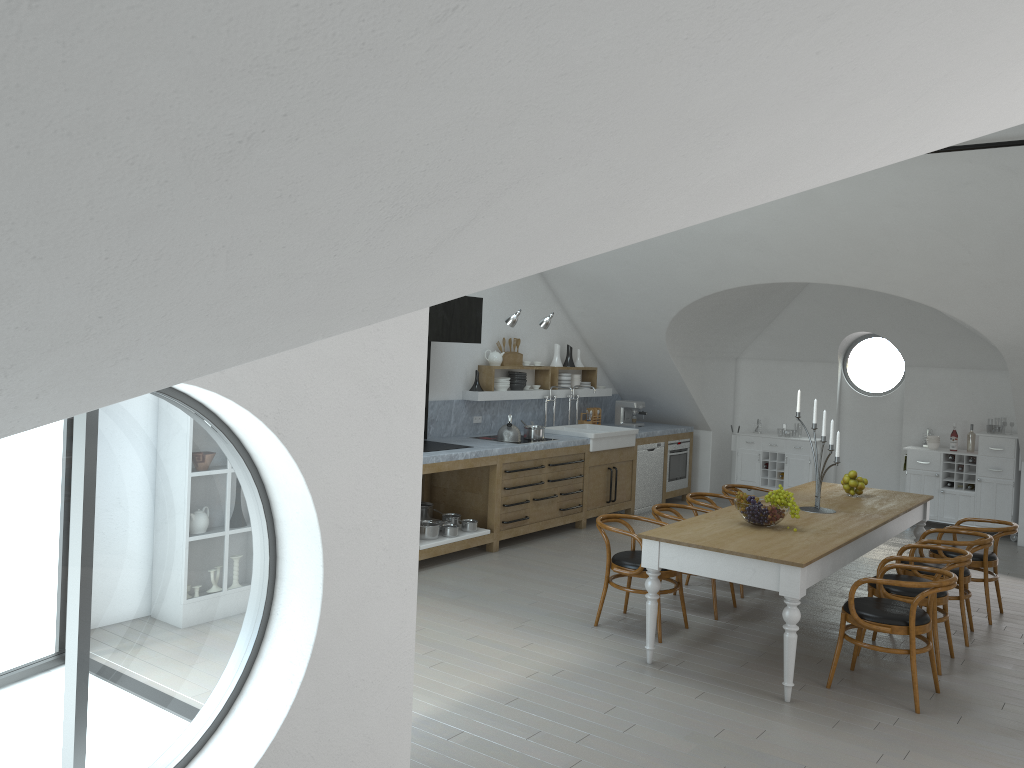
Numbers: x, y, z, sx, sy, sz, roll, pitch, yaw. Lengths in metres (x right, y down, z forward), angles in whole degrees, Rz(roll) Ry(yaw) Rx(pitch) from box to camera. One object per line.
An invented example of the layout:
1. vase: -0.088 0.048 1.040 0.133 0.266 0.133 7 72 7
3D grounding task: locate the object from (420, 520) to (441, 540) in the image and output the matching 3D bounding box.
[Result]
1. object: -0.801 1.256 7.714 0.379 0.164 0.223 4 2 26

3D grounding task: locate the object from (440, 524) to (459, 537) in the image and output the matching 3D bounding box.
1. object: -0.591 1.281 7.818 0.261 0.113 0.153 4 2 26

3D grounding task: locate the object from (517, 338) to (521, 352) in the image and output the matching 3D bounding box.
1. object: 0.058 -0.356 9.788 0.039 0.298 0.067 3 1 36

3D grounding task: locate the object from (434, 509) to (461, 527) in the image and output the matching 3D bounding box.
1. object: -0.591 1.254 8.253 0.181 0.133 0.309 1 2 -29

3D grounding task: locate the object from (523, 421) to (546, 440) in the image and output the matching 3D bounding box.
1. object: 0.253 0.495 9.239 0.232 0.170 0.394 3 2 16

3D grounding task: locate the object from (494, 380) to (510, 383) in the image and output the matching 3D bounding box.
1. object: -0.111 -0.005 9.534 0.181 0.069 0.181 1 3 -36

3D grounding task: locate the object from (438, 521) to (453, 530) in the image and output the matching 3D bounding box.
1. object: -0.779 1.263 8.009 0.508 0.052 0.263 3 2 13

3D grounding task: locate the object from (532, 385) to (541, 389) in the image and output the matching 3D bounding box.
1. object: 0.275 0.039 10.099 0.098 0.048 0.098 4 3 34

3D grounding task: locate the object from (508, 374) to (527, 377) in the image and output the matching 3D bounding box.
1. object: 0.059 -0.068 9.766 0.205 0.084 0.206 1 2 -26

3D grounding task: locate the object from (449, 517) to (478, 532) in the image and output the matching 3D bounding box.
1. object: -0.428 1.277 8.074 0.261 0.113 0.153 4 2 36

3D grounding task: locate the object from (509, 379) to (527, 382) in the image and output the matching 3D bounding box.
1. object: 0.062 -0.020 9.759 0.205 0.086 0.205 2 2 -11

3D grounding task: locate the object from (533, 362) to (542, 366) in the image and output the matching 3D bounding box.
1. object: 0.291 -0.229 10.101 0.098 0.048 0.098 4 3 34

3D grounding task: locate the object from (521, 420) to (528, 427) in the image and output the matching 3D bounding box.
1. object: 0.180 0.467 9.194 0.236 0.167 0.051 4 1 32

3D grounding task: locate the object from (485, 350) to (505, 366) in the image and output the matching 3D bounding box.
1. object: -0.186 -0.279 9.460 0.174 0.169 0.168 3 2 20

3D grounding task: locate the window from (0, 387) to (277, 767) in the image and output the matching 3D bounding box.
1. window: -1.361 0.689 2.771 0.104 1.470 1.470 3 2 36

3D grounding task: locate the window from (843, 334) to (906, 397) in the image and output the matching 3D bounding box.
1. window: 4.650 -0.241 11.327 0.900 0.899 0.060 4 1 36

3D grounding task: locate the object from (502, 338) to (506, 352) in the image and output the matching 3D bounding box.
1. object: -0.085 -0.356 9.624 0.027 0.299 0.055 3 1 36

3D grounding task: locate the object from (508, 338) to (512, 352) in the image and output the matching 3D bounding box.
1. object: -0.014 -0.357 9.720 0.040 0.299 0.061 3 1 34

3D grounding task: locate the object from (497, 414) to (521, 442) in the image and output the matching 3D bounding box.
1. object: -0.024 0.434 8.849 0.246 0.267 0.246 1 2 -44

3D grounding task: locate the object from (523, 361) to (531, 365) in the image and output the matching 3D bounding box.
1. object: 0.164 -0.227 9.928 0.098 0.048 0.098 4 3 34

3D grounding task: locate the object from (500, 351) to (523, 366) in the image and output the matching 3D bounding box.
1. object: -0.010 -0.277 9.714 0.084 0.157 0.353 3 2 36

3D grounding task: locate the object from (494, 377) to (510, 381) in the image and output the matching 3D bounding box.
1. object: -0.109 -0.034 9.535 0.180 0.076 0.181 2 2 -16

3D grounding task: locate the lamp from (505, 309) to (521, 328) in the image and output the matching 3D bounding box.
1. lamp: 0.002 -0.625 8.415 0.115 0.178 0.164 2 2 -35

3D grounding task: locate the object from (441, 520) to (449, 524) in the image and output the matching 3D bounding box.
1. object: -0.653 1.265 8.006 0.041 0.045 0.247 4 3 35

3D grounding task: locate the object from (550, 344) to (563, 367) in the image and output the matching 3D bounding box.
1. object: 0.529 -0.338 10.410 0.156 0.268 0.156 3 1 25

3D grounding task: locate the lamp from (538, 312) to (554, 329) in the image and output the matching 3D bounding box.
1. lamp: 0.348 -0.633 8.878 0.169 0.176 0.112 3 1 29

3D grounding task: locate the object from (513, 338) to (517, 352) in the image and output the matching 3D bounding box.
1. object: 0.022 -0.356 9.736 0.019 0.299 0.057 3 1 36

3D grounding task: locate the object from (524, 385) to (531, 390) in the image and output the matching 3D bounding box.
1. object: 0.161 0.040 9.944 0.098 0.048 0.098 4 3 34

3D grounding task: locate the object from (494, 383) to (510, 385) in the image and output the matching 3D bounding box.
1. object: -0.114 0.018 9.532 0.181 0.065 0.181 2 2 -16

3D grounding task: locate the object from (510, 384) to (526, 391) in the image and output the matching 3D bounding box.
1. object: 0.054 0.034 9.761 0.206 0.072 0.205 3 2 24

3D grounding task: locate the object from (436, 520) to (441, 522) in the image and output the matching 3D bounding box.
1. object: -0.708 1.264 8.056 0.061 0.035 0.169 4 3 36

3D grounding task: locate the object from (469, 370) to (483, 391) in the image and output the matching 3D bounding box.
1. object: -0.365 -0.036 9.220 0.156 0.218 0.156 3 1 18

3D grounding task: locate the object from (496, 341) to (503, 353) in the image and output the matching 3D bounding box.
1. object: -0.105 -0.338 9.593 0.199 0.259 0.016 1 1 -43

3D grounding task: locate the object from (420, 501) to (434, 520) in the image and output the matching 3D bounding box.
1. object: -0.966 1.202 8.396 0.455 0.197 0.268 2 2 -19

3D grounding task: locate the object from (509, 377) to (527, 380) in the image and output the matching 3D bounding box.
1. object: 0.059 -0.042 9.762 0.206 0.072 0.205 3 2 24

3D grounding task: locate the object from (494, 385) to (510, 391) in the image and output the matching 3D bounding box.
1. object: -0.114 0.041 9.533 0.181 0.063 0.181 1 3 -31

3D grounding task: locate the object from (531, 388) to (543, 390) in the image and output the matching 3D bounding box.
1. object: 0.274 0.062 10.099 0.164 0.012 0.164 1 3 -36

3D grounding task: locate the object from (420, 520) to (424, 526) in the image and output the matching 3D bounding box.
1. object: -0.732 1.234 7.626 0.051 0.152 0.190 3 2 36

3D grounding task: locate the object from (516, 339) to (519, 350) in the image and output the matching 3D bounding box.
1. object: 0.066 -0.357 9.829 0.030 0.294 0.057 3 1 36

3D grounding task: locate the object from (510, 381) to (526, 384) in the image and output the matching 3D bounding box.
1. object: 0.055 0.007 9.760 0.205 0.086 0.205 2 2 -16

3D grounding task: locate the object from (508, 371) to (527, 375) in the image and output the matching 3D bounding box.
1. object: 0.058 -0.096 9.766 0.205 0.080 0.205 4 3 39
